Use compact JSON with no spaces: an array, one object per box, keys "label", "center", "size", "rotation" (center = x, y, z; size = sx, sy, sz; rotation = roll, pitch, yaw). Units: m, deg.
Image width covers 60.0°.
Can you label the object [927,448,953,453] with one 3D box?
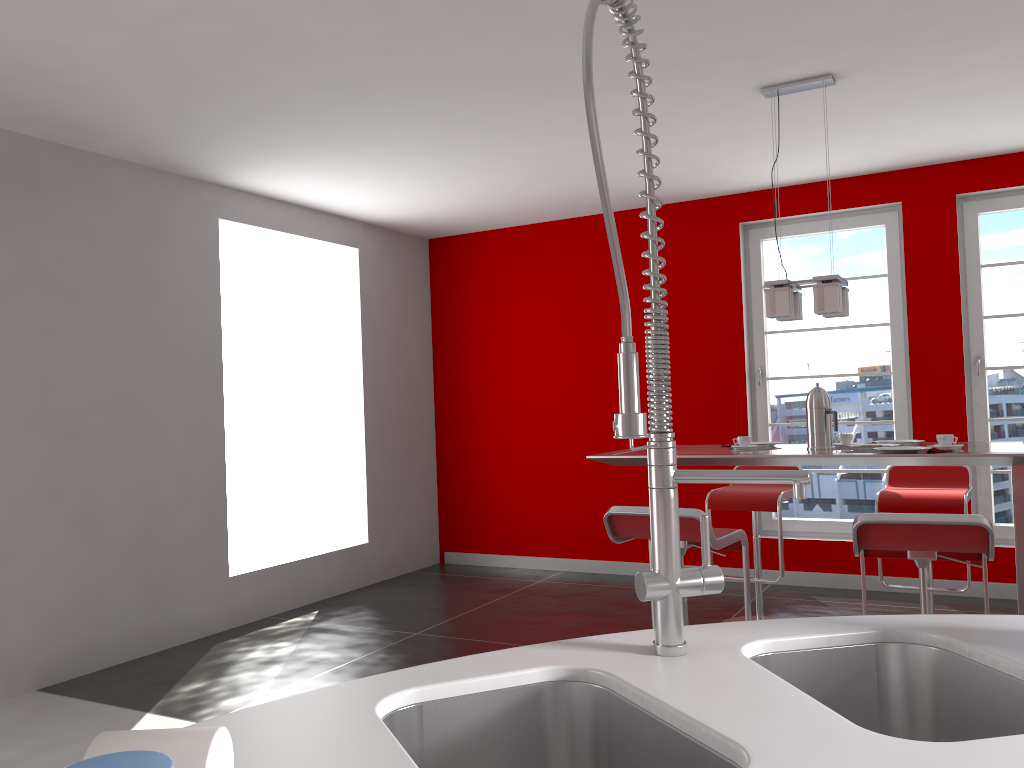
[{"label":"object","center":[1.635,0.253,3.375],"size":[0.095,0.012,0.234],"rotation":[-3,-2,29]}]

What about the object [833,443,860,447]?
[{"label":"object","center":[1.478,0.270,3.927],"size":[0.119,0.016,0.119],"rotation":[-3,-2,26]}]

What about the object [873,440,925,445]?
[{"label":"object","center":[1.714,0.261,3.931],"size":[0.217,0.015,0.217],"rotation":[-2,-1,4]}]

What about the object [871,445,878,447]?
[{"label":"object","center":[1.506,0.258,3.674],"size":[0.034,0.006,0.036],"rotation":[-3,-1,17]}]

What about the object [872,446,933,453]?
[{"label":"object","center":[1.517,0.257,3.447],"size":[0.217,0.015,0.217],"rotation":[-2,-1,-25]}]

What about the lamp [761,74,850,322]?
[{"label":"lamp","center":[1.275,-0.805,3.885],"size":[0.304,1.025,0.304],"rotation":[-3,-2,29]}]

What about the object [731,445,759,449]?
[{"label":"object","center":[1.060,0.289,4.038],"size":[0.119,0.016,0.119],"rotation":[-2,-1,9]}]

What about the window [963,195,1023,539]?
[{"label":"window","center":[3.195,-0.109,5.154],"size":[0.938,2.038,0.117],"rotation":[-3,-2,29]}]

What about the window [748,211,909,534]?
[{"label":"window","center":[2.056,-0.052,5.778],"size":[0.938,2.038,0.117],"rotation":[-3,-2,29]}]

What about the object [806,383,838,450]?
[{"label":"object","center":[1.339,0.136,3.819],"size":[0.149,0.287,0.113],"rotation":[-3,-2,37]}]

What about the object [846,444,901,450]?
[{"label":"object","center":[1.512,0.263,3.710],"size":[0.217,0.015,0.217],"rotation":[-2,-1,-24]}]

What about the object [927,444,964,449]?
[{"label":"object","center":[1.731,0.252,3.543],"size":[0.119,0.016,0.119],"rotation":[-1,-2,-42]}]

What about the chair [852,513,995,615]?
[{"label":"chair","center":[1.361,0.830,2.918],"size":[0.418,0.857,0.460],"rotation":[-3,-1,24]}]

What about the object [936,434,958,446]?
[{"label":"object","center":[1.737,0.228,3.539],"size":[0.078,0.049,0.062],"rotation":[-3,-2,28]}]

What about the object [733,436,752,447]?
[{"label":"object","center":[1.055,0.265,4.045],"size":[0.062,0.049,0.078],"rotation":[-1,-2,-39]}]

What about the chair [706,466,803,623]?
[{"label":"chair","center":[1.326,0.875,4.773],"size":[0.418,0.857,0.460],"rotation":[-3,-2,36]}]

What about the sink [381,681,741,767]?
[{"label":"sink","center":[0.040,0.488,0.985],"size":[0.326,0.172,0.428],"rotation":[-2,-1,-22]}]

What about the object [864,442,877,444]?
[{"label":"object","center":[1.594,0.269,4.000],"size":[0.095,0.012,0.234],"rotation":[-3,-2,27]}]

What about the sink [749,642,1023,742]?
[{"label":"sink","center":[0.507,0.473,1.121],"size":[0.326,0.172,0.428],"rotation":[-2,-1,-10]}]

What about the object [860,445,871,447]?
[{"label":"object","center":[1.480,0.260,3.707],"size":[0.034,0.006,0.036],"rotation":[-1,-2,-38]}]

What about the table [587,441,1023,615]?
[{"label":"table","center":[1.287,0.783,3.874],"size":[1.700,1.000,0.800],"rotation":[-3,-2,29]}]

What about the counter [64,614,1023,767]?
[{"label":"counter","center":[0.610,0.791,0.565],"size":[2.865,0.880,1.868],"rotation":[-1,-2,-27]}]

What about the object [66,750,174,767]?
[{"label":"object","center":[-0.271,0.314,0.588],"size":[0.080,0.100,0.109],"rotation":[-2,-1,2]}]

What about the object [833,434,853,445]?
[{"label":"object","center":[1.475,0.247,3.935],"size":[0.062,0.049,0.078],"rotation":[-2,-1,-21]}]

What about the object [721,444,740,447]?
[{"label":"object","center":[1.051,0.296,4.290],"size":[0.095,0.012,0.234],"rotation":[-3,-2,27]}]

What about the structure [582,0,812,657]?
[{"label":"structure","center":[0.220,-0.080,1.208],"size":[0.308,0.920,0.178],"rotation":[-2,-1,-18]}]

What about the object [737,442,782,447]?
[{"label":"object","center":[1.171,0.288,4.221],"size":[0.217,0.015,0.217],"rotation":[-1,-2,-37]}]

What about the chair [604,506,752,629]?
[{"label":"chair","center":[0.632,0.867,3.324],"size":[0.418,0.857,0.460],"rotation":[-3,-2,33]}]

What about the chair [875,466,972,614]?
[{"label":"chair","center":[2.060,0.838,4.393],"size":[0.418,0.857,0.460],"rotation":[-3,-2,31]}]

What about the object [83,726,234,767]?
[{"label":"object","center":[-0.290,0.327,0.716],"size":[0.100,0.080,0.109],"rotation":[-2,-1,-1]}]
